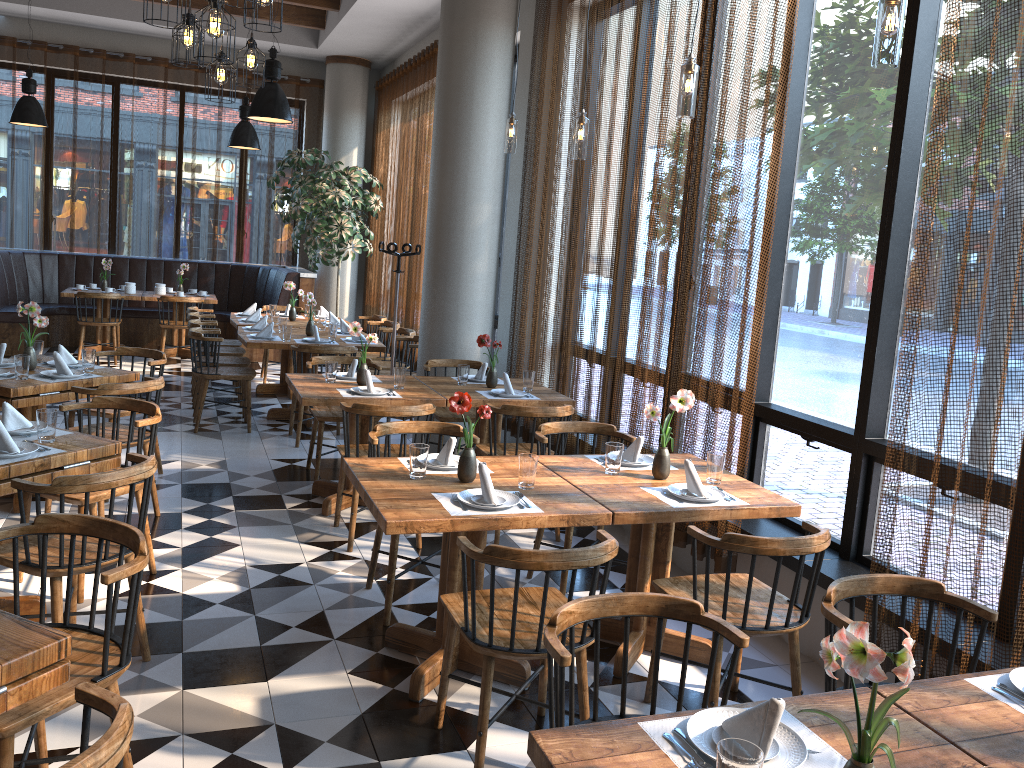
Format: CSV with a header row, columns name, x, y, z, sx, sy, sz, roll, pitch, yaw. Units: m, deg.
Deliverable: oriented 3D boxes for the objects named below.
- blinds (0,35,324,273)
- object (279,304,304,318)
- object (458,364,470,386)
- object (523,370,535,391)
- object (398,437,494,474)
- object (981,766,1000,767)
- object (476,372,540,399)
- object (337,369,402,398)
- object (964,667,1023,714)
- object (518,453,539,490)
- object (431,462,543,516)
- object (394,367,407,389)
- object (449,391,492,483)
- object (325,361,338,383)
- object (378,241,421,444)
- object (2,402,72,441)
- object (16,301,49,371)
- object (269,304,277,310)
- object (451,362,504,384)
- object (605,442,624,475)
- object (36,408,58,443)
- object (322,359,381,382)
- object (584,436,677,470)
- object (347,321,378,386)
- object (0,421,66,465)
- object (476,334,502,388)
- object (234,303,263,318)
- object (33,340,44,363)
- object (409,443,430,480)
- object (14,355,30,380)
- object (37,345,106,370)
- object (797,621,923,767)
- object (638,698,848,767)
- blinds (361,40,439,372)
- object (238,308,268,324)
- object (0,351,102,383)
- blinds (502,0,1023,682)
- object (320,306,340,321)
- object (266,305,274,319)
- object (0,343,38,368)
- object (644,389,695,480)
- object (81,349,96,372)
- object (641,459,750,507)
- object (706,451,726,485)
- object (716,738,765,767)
name,x,y,z,sx,sy,sz,roll,pitch,yaw
blinds,-5.395,-2.593,11.798,5.540,3.564,0.156,1,7,-21
object,-2.392,-0.788,9.433,0.352,0.136,0.273,1,9,-21
object,-0.324,-0.058,5.869,0.080,0.131,0.080,5,7,4
object,0.109,-0.020,5.843,0.080,0.131,0.080,5,7,4
object,-0.279,0.278,3.754,0.352,0.136,0.273,1,9,-21
object,0.816,0.725,1.485,0.080,0.131,0.080,-1,9,-36
object,-0.022,0.003,5.616,0.352,0.136,0.273,1,9,-21
object,-0.852,-0.012,5.300,0.352,0.136,0.273,1,9,-21
object,1.303,0.670,2.063,0.352,0.136,0.273,1,9,-21
object,0.061,0.347,3.499,0.080,0.131,0.080,-1,9,-36
object,-0.088,0.371,3.262,0.352,0.136,0.273,1,9,-21
object,-0.702,-0.035,5.535,0.080,0.131,0.080,-1,9,-36
object,-0.187,0.208,3.547,0.156,0.353,0.172,-2,9,-42
object,-1.135,-0.073,5.561,0.080,0.131,0.080,-1,9,-36
object,-0.916,-0.257,6.836,0.374,1.650,0.376,-1,9,-38
object,-2.093,0.135,3.755,0.352,0.136,0.273,8,9,24
object,-2.812,-0.282,5.193,0.206,0.398,0.147,4,7,-1
object,-2.487,-0.758,9.215,0.080,0.131,0.080,-1,9,-36
object,-0.213,-0.090,6.108,0.352,0.136,0.273,1,9,-21
object,0.439,0.324,3.833,0.080,0.131,0.080,6,7,14
object,-1.904,0.173,3.626,0.080,0.131,0.080,2,8,-16
object,-1.043,-0.105,5.793,0.352,0.136,0.273,1,9,-21
object,0.551,0.293,4.069,0.352,0.136,0.273,1,9,-21
object,-0.945,-0.193,5.559,0.147,0.398,0.207,9,8,33
object,-1.956,0.201,3.407,0.273,0.136,0.353,8,9,24
object,-0.160,-0.155,5.849,0.171,0.353,0.157,5,7,2
object,-2.729,-0.776,9.192,0.271,0.136,0.354,1,9,-21
object,-2.931,-0.199,5.461,0.080,0.131,0.080,11,10,44
object,-0.372,0.309,3.525,0.080,0.131,0.080,-1,9,-36
object,-2.706,-0.091,4.893,0.080,0.131,0.080,9,9,34
object,-2.714,-0.178,5.421,0.352,0.136,0.273,8,9,24
object,0.573,0.573,1.475,0.146,0.398,0.208,1,8,-28
object,0.473,0.654,1.748,0.352,0.136,0.273,1,9,-21
blinds,-1.448,-2.177,11.129,0.155,3.564,3.217,2,8,-20
object,-2.528,-0.676,8.657,0.271,0.136,0.354,1,9,-21
object,-2.763,-0.120,5.030,0.578,0.136,0.584,8,10,24
blinds,1.348,-0.773,3.654,0.160,3.563,7.308,2,9,-21
object,-1.984,-0.764,9.485,0.271,0.136,0.354,1,9,-21
object,-2.487,-0.741,9.104,0.080,0.131,0.080,-1,9,-36
object,-3.067,-0.184,5.283,0.273,0.136,0.353,8,9,24
object,0.661,0.215,3.776,0.206,0.398,0.147,2,7,-17
object,-2.527,-0.140,5.288,0.080,0.131,0.080,11,10,44
object,0.742,0.386,3.577,0.352,0.136,0.273,1,9,-21
object,0.872,0.362,3.807,0.080,0.131,0.080,6,7,14
object,0.383,0.687,1.511,0.080,0.131,0.080,-1,9,-36
